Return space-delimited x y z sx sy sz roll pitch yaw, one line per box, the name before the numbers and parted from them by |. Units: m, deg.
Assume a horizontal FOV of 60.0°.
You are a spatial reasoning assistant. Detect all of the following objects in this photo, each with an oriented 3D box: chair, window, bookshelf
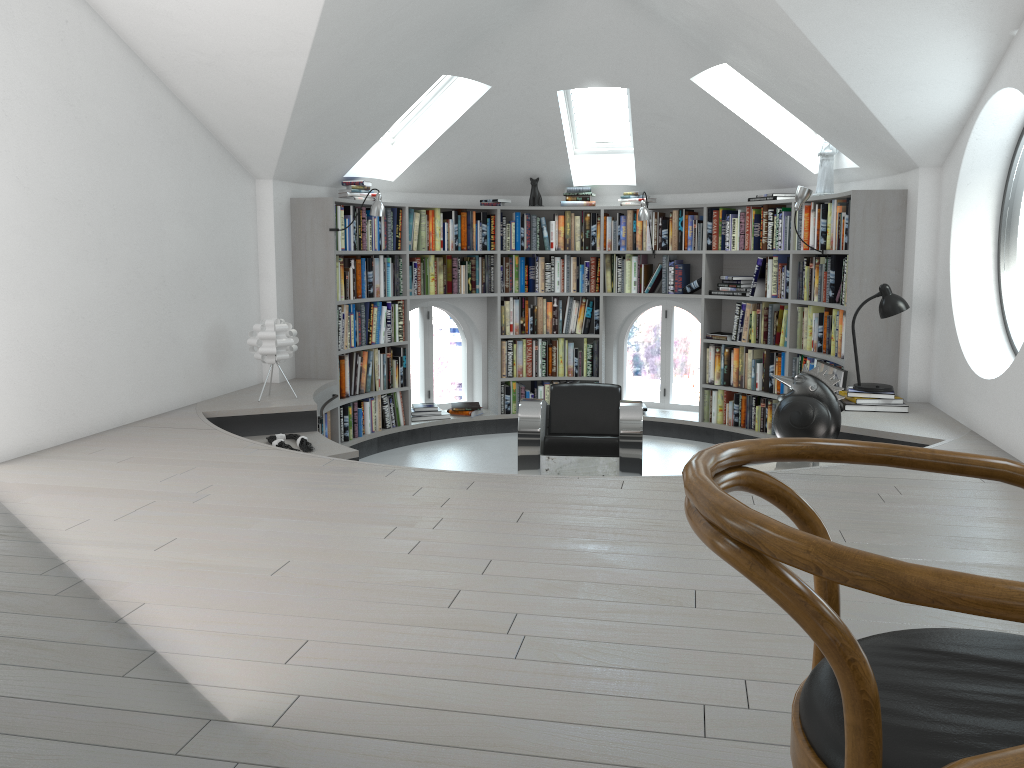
chair | 0.386 0.565 0.230 0.621 0.732 0.529 1 8 11
window | 0.332 -0.275 8.322 3.231 1.147 0.619 0 7 -3
window | 0.667 -2.308 7.132 4.055 0.711 1.939 2 8 11
window | 2.766 -0.758 4.490 0.104 1.465 1.476 1 8 11
bookshelf | 0.668 -0.554 7.340 4.333 1.874 2.116 2 8 11
chair | 0.486 0.386 6.178 0.823 0.717 0.744 1 8 6
chair | 0.489 0.458 0.946 0.621 0.732 0.529 2 8 15

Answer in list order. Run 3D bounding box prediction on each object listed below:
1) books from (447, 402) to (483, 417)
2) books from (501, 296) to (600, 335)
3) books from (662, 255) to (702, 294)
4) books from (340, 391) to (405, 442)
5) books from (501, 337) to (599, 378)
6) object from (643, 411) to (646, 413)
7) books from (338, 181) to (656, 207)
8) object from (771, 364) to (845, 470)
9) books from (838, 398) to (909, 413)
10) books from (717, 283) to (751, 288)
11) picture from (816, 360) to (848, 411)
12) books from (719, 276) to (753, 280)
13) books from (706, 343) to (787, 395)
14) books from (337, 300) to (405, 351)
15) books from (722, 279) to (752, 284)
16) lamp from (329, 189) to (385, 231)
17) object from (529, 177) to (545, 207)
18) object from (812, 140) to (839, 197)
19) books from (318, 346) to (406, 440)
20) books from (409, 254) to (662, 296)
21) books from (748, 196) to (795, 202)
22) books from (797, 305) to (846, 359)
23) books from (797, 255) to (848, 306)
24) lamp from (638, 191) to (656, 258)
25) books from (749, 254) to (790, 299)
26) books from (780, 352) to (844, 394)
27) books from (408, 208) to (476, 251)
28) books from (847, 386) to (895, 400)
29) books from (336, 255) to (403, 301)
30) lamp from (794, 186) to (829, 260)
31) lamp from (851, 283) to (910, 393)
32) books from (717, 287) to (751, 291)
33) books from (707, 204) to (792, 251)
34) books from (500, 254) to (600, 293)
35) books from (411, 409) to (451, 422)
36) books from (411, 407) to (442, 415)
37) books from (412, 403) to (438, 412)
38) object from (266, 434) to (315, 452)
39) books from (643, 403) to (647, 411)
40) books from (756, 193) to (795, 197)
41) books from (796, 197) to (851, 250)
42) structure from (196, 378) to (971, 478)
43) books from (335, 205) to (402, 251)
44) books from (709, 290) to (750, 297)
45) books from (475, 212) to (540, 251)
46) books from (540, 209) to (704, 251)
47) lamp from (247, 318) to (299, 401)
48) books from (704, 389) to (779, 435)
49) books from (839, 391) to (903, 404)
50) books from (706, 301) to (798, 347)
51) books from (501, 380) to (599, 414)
books | -0.425 0.232 8.110 0.318 0.099 0.293 2 9 13
books | 0.349 -0.638 8.183 0.997 0.350 0.298 -1 8 -5
books | 1.545 -0.963 7.808 0.399 0.339 0.225 5 9 31
books | -1.235 0.243 7.320 0.283 0.318 0.921 4 9 29
books | 0.363 -0.255 8.232 1.031 0.356 0.294 -1 8 -4
object | 1.105 0.246 8.223 0.227 0.036 0.214 4 10 28
books | -0.122 -1.648 7.751 2.815 0.173 0.750 -3 9 -18
object | 1.514 0.176 4.565 0.320 0.560 0.322 -2 8 -16
books | 2.226 0.120 5.512 0.365 0.042 0.389 2 9 11
books | 1.947 -0.840 7.546 0.269 0.031 0.286 -5 10 -28
picture | 2.207 0.293 6.262 0.090 0.860 0.580 0 7 1
books | 1.946 -0.902 7.538 0.269 0.031 0.287 -1 9 -9
books | 2.013 -0.145 7.447 0.272 0.349 0.874 -6 10 -37
books | -1.233 -0.484 7.162 0.261 0.358 1.023 4 9 28
books | 1.947 -0.871 7.542 0.213 0.036 0.227 -5 10 -28
lamp | -1.147 -1.294 6.597 0.414 0.311 0.117 1 7 8
object | 0.224 -1.735 8.038 0.147 0.264 0.202 1 8 8
object | 2.326 -1.622 6.562 0.179 0.471 0.179 3 8 20
books | -1.345 0.099 6.991 0.391 0.693 1.646 3 9 21
books | 0.157 -0.983 7.983 2.529 0.369 0.593 -1 8 -8
books | 2.150 -1.496 7.194 0.317 0.036 0.337 -4 9 -26
books | 2.381 -0.379 6.454 0.275 0.346 1.024 -1 8 -3
books | 2.373 -0.761 6.414 0.279 0.357 1.056 0 8 -3
lamp | 1.168 -1.372 7.672 0.113 0.564 0.359 2 8 18
books | 2.191 -0.868 7.139 0.256 0.349 0.554 -5 9 -32
books | 2.361 -0.012 6.566 0.304 0.357 1.188 -1 8 -7
books | -0.677 -1.349 7.771 0.794 0.372 0.269 -6 9 -35
books | 2.226 0.051 5.504 0.269 0.031 0.287 3 9 21
books | -1.259 -0.863 7.159 0.303 0.346 1.091 4 9 27
lamp | 2.157 -1.153 6.339 0.275 0.523 0.113 0 7 2
lamp | 2.260 -0.287 5.450 0.323 0.658 0.234 4 8 27
books | 1.947 -0.810 7.549 0.270 0.031 0.286 -8 12 -43
books | 2.025 -1.282 7.298 0.306 0.366 0.972 -5 10 -35
books | 0.346 -1.019 8.180 1.028 0.358 0.301 0 8 -3
books | -0.787 0.274 8.010 0.366 0.042 0.389 -3 9 -22
books | -0.787 0.240 8.006 0.269 0.031 0.287 -2 9 -12
books | -0.787 0.209 8.002 0.213 0.036 0.227 -2 9 -12
object | -1.305 0.350 5.200 0.218 0.082 0.474 -4 9 -26
books | 1.105 0.216 8.219 0.268 0.029 0.254 0 8 2
books | 2.150 -1.524 7.191 0.233 0.027 0.248 -2 9 -16
books | 2.373 -1.143 6.379 0.292 0.361 1.018 -1 8 -6
structure | 0.397 0.405 6.089 4.714 0.691 4.722 -6 10 -33
books | -1.256 -1.244 7.092 0.300 0.360 1.036 4 9 27
books | 1.947 -0.777 7.553 0.366 0.042 0.389 -7 11 -38
books | -0.064 -1.383 8.068 0.682 0.345 0.266 -2 8 -12
books | 1.007 -1.382 7.979 1.566 0.365 0.395 2 8 17
lamp | -1.565 -0.165 5.825 0.305 0.523 0.307 0 7 0
books | 2.130 0.255 7.231 0.360 0.310 1.501 -4 9 -26
books | 2.226 0.083 5.508 0.286 0.034 0.305 0 8 1
books | 2.054 -0.512 7.327 0.252 0.351 0.976 -5 10 -36
books | 0.346 0.105 8.270 1.019 0.305 0.289 -1 8 -4
